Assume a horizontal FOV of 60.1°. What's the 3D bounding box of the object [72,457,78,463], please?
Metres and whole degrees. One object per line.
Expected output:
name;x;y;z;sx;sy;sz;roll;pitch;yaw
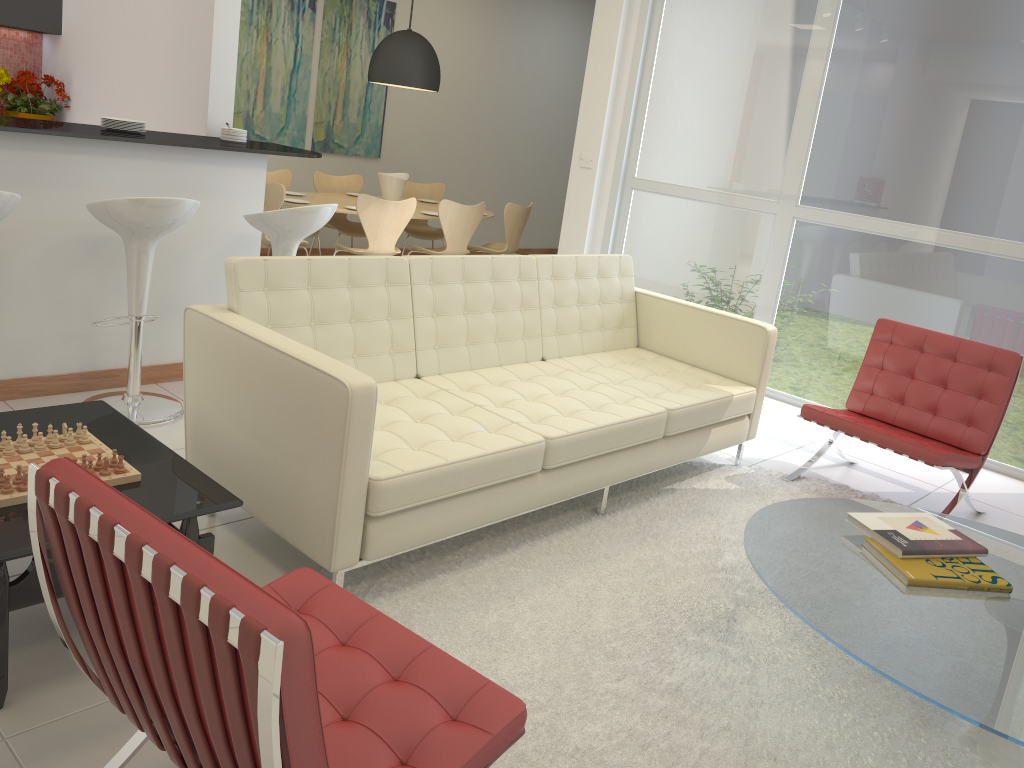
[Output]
object;-1.142;0.221;2.311;0.030;0.063;0.030;-3;18;-40

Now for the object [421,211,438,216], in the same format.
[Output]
object;-0.641;-1.391;7.252;0.210;0.015;0.213;8;16;-2

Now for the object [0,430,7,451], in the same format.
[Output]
object;-1.398;0.153;2.435;0.030;0.054;0.030;-3;18;-40

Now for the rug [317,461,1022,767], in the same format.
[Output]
rug;0.764;0.776;3.025;2.468;0.004;3.338;22;21;41

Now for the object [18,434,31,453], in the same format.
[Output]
object;-1.342;0.162;2.439;0.030;0.049;0.030;-3;18;-40

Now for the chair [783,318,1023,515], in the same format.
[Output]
chair;1.877;0.167;4.252;0.708;0.806;0.708;-5;19;-42

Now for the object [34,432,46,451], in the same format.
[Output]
object;-1.315;0.158;2.468;0.030;0.049;0.030;-3;18;-40

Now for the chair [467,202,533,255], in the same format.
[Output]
chair;-0.150;-1.176;7.781;0.518;0.895;0.525;14;15;24

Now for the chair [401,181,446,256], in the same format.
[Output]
chair;-0.871;-1.451;8.381;0.521;0.895;0.523;2;15;-24

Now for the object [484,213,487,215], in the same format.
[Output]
object;-0.325;-1.502;7.799;0.210;0.015;0.213;10;16;6

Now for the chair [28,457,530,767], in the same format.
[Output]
chair;-0.441;0.574;1.664;0.706;0.806;0.710;18;17;35

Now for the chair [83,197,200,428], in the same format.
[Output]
chair;-1.660;-0.354;3.938;0.457;1.008;0.470;-2;17;-36

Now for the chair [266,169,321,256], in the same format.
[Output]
chair;-1.878;-1.300;7.347;0.518;0.895;0.526;13;15;20

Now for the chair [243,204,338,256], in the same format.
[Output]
chair;-1.162;-0.436;4.473;0.467;1.008;0.460;15;15;27

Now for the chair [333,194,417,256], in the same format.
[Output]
chair;-1.077;-1.002;6.708;0.522;0.895;0.522;-3;18;-40

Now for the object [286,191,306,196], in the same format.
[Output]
object;-1.799;-1.559;7.257;0.210;0.015;0.213;0;18;-25

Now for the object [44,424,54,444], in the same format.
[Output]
object;-1.316;0.140;2.523;0.030;0.054;0.030;-3;18;-40

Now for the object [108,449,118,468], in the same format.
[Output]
object;-1.090;0.203;2.426;0.030;0.049;0.030;-3;18;-40

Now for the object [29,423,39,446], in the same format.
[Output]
object;-1.343;0.140;2.492;0.030;0.063;0.030;-3;18;-40

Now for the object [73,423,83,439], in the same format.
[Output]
object;-1.262;0.136;2.582;0.030;0.043;0.030;-3;18;-40

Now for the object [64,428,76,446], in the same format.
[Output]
object;-1.261;0.149;2.526;0.030;0.049;0.030;-3;18;-40

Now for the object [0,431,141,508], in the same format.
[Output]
object;-1.262;0.222;2.396;0.364;0.021;0.361;22;21;40

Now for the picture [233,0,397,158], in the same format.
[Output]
picture;-1.828;-2.912;8.181;0.020;1.488;1.745;19;18;40

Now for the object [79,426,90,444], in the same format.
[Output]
object;-1.233;0.145;2.555;0.030;0.049;0.030;-3;18;-40

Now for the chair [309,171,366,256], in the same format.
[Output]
chair;-1.493;-1.400;7.889;0.522;0.895;0.521;-5;19;-43

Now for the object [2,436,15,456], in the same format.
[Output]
object;-1.370;0.167;2.410;0.030;0.049;0.030;-3;18;-40

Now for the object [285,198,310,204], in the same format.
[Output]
object;-1.648;-1.393;6.754;0.210;0.015;0.213;0;18;-25

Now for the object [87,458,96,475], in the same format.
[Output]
object;-1.115;0.220;2.341;0.030;0.054;0.030;-3;18;-40

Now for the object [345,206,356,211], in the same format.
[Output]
object;-1.188;-1.353;6.846;0.210;0.015;0.213;2;17;-21

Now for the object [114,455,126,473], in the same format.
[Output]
object;-1.061;0.217;2.400;0.030;0.043;0.030;-3;18;-40

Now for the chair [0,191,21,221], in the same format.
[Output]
chair;-2.159;-0.273;3.405;0.457;1.008;0.470;-2;17;-36

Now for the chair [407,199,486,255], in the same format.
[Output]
chair;-0.568;-1.073;7.213;0.521;0.895;0.523;20;18;40

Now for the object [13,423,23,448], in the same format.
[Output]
object;-1.370;0.141;2.463;0.030;0.068;0.030;-3;17;-40

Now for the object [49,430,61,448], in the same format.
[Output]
object;-1.288;0.154;2.497;0.030;0.049;0.030;-3;18;-40

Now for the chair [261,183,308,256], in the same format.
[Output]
chair;-1.794;-1.062;6.560;0.524;0.895;0.519;15;15;25
